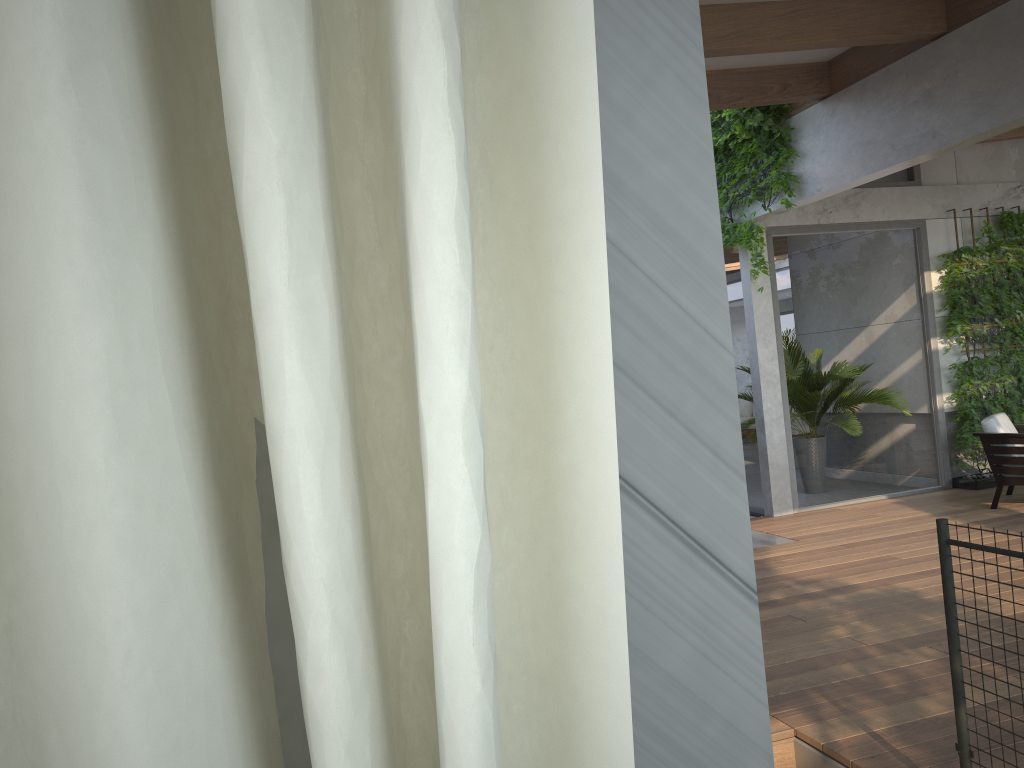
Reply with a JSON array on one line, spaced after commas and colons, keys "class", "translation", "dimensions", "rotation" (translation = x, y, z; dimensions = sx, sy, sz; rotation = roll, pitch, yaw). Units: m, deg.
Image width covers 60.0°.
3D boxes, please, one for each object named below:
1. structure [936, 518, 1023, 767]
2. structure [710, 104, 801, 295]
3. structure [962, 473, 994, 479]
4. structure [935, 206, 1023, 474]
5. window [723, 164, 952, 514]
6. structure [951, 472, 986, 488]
[{"class": "structure", "translation": [9.029, 0.259, 9.337], "dimensions": [15.587, 3.022, 31.708], "rotation": [-6, 0, 24]}, {"class": "structure", "translation": [1.837, -1.760, 7.916], "dimensions": [0.918, 2.054, 1.822], "rotation": [-6, 0, -20]}, {"class": "structure", "translation": [4.819, 0.874, 8.689], "dimensions": [0.928, 0.044, 0.231], "rotation": [-6, 0, -17]}, {"class": "structure", "translation": [5.027, -0.443, 8.844], "dimensions": [1.851, 2.669, 0.500], "rotation": [-6, 0, -16]}, {"class": "window", "translation": [2.724, -0.685, 16.443], "dimensions": [14.294, 3.764, 23.280], "rotation": [-6, 0, -17]}, {"class": "structure", "translation": [4.903, 0.699, 10.056], "dimensions": [2.012, 0.595, 2.203], "rotation": [-6, 0, -17]}]
